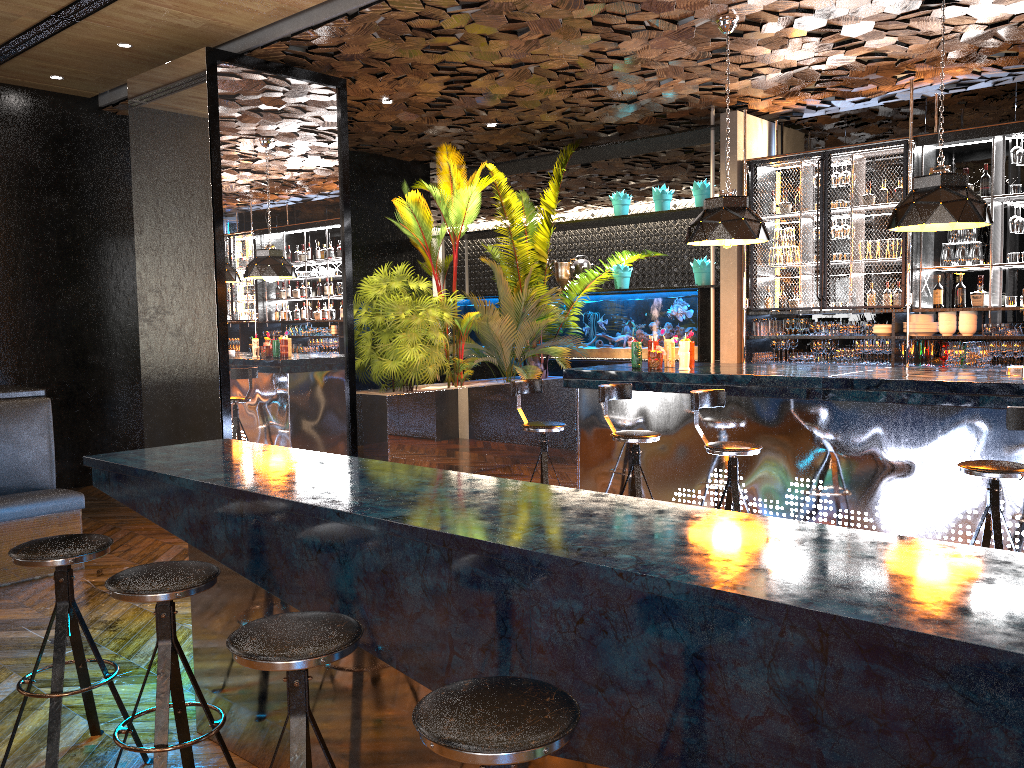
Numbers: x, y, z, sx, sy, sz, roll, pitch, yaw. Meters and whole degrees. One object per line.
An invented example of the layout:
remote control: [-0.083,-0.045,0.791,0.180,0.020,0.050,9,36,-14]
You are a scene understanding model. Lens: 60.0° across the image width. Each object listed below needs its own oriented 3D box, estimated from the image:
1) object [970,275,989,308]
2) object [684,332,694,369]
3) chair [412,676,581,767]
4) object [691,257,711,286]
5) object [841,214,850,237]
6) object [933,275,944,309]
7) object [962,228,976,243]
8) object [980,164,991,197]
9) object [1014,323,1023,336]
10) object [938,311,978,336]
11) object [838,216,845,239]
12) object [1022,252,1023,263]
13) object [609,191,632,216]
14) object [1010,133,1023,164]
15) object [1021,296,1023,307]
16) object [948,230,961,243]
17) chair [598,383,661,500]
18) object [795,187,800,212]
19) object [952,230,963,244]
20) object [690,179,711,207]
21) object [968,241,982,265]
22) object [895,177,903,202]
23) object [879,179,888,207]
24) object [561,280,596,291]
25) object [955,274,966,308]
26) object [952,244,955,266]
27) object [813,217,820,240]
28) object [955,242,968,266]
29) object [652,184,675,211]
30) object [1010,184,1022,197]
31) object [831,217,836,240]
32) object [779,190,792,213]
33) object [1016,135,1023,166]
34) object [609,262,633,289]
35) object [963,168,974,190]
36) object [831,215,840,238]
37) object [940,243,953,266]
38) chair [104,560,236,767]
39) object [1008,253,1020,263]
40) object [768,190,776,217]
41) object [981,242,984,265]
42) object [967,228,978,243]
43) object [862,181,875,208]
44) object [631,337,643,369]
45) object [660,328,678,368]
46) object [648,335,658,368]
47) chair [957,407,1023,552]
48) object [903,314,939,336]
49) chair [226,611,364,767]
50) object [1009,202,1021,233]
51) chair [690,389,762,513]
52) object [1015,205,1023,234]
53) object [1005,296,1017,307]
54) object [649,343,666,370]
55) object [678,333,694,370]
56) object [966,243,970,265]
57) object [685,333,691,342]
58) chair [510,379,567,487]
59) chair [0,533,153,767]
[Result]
object: [4.072,-0.802,7.710,0.123,0.279,0.123,-4,5,-35]
object: [1.278,-0.249,6.437,0.091,0.277,0.080,-2,4,-16]
chair: [-0.023,1.020,1.746,0.419,0.813,0.419,2,5,36]
object: [2.024,-1.194,9.407,0.265,0.325,0.245,2,5,35]
object: [3.151,-1.495,8.381,0.081,0.213,0.081,-5,6,-43]
object: [3.825,-0.826,7.955,0.086,0.299,0.086,-1,4,1]
object: [3.993,-1.345,7.749,0.105,0.209,0.105,-1,4,-3]
object: [4.082,-1.746,7.640,0.086,0.299,0.086,-1,4,1]
object: [4.251,-0.455,7.400,0.109,0.100,0.109,1,5,25]
object: [3.890,-0.532,7.744,0.309,0.216,0.149,2,5,39]
object: [3.179,-1.508,8.548,0.081,0.213,0.081,-5,6,-43]
object: [4.321,-1.060,7.430,0.089,0.092,0.089,1,4,20]
object: [1.230,-2.035,10.038,0.265,0.325,0.245,-1,4,6]
object: [4.204,-1.965,7.385,0.092,0.244,0.092,-1,4,2]
object: [4.309,-0.692,7.427,0.089,0.092,0.089,-1,4,5]
object: [3.900,-1.349,7.820,0.105,0.209,0.105,-1,4,-3]
chair: [0.778,0.564,5.730,0.476,1.108,0.419,3,6,41]
object: [2.832,-1.812,8.747,0.075,0.261,0.075,-1,4,1]
object: [3.970,-1.356,7.907,0.105,0.209,0.105,-1,4,-3]
object: [2.010,-1.997,9.348,0.265,0.325,0.245,2,5,35]
object: [4.028,-1.134,7.710,0.105,0.209,0.105,-1,4,-3]
object: [3.549,-1.764,8.109,0.072,0.246,0.073,-4,5,-33]
object: [3.440,-1.769,8.206,0.073,0.246,0.072,1,5,27]
object: [0.794,-1.170,10.593,0.320,0.135,0.250,3,6,42]
object: [3.947,-0.818,7.805,0.086,0.297,0.086,-2,4,-14]
object: [3.930,-1.151,7.968,0.105,0.209,0.105,-1,4,-3]
object: [2.947,-1.505,8.561,0.081,0.213,0.081,-5,6,-43]
object: [3.950,-1.139,7.795,0.105,0.209,0.105,-1,4,-3]
object: [1.650,-2.015,9.671,0.244,0.325,0.255,-3,5,-21]
object: [4.255,-1.633,7.491,0.089,0.092,0.089,0,4,10]
object: [3.114,-1.511,8.605,0.081,0.213,0.081,-5,6,-43]
object: [2.721,-1.806,8.827,0.108,0.244,0.108,1,5,30]
object: [4.313,-1.976,7.508,0.092,0.244,0.092,-1,4,2]
object: [1.244,-1.231,10.097,0.265,0.325,0.245,-1,4,6]
object: [3.955,-1.739,7.731,0.123,0.279,0.123,1,5,30]
object: [3.083,-1.499,8.441,0.081,0.213,0.081,-5,6,-43]
object: [3.861,-1.143,7.874,0.105,0.209,0.105,-1,4,-3]
chair: [-1.043,0.967,2.702,0.419,0.813,0.419,2,5,36]
object: [4.264,-1.067,7.539,0.089,0.092,0.089,1,4,20]
object: [2.630,-1.824,8.958,0.075,0.260,0.075,-1,4,1]
object: [4.092,-1.141,7.801,0.105,0.209,0.105,-1,4,-3]
object: [4.050,-1.351,7.820,0.105,0.209,0.105,-1,4,-3]
object: [3.338,-1.772,8.298,0.108,0.244,0.108,1,5,30]
object: [0.921,-0.232,6.570,0.084,0.237,0.086,-3,5,-29]
object: [1.177,-0.273,6.642,0.105,0.298,0.116,-2,4,-17]
object: [1.058,-0.244,6.641,0.078,0.246,0.084,3,6,40]
chair: [2.363,0.642,4.302,0.419,1.108,0.476,-4,5,-33]
object: [3.681,-0.534,7.974,0.306,0.195,0.300,3,6,43]
chair: [-0.519,0.996,2.187,0.419,0.813,0.419,2,5,36]
object: [4.214,-1.394,7.427,0.092,0.244,0.092,-1,4,2]
chair: [1.256,0.598,5.148,0.476,1.108,0.419,3,6,41]
object: [4.323,-1.405,7.550,0.092,0.244,0.092,-1,4,2]
object: [4.229,-0.697,7.516,0.089,0.092,0.089,0,4,13]
object: [1.056,-0.203,6.449,0.131,0.191,0.110,-4,5,-36]
object: [1.233,-0.232,6.307,0.099,0.264,0.081,-3,5,-28]
object: [4.017,-1.146,7.882,0.105,0.209,0.105,-1,4,-3]
object: [1.289,-0.248,6.580,0.080,0.254,0.091,3,6,44]
chair: [0.208,0.530,6.322,0.476,1.108,0.419,3,6,41]
chair: [-1.547,0.947,3.090,0.419,0.813,0.419,2,5,36]
